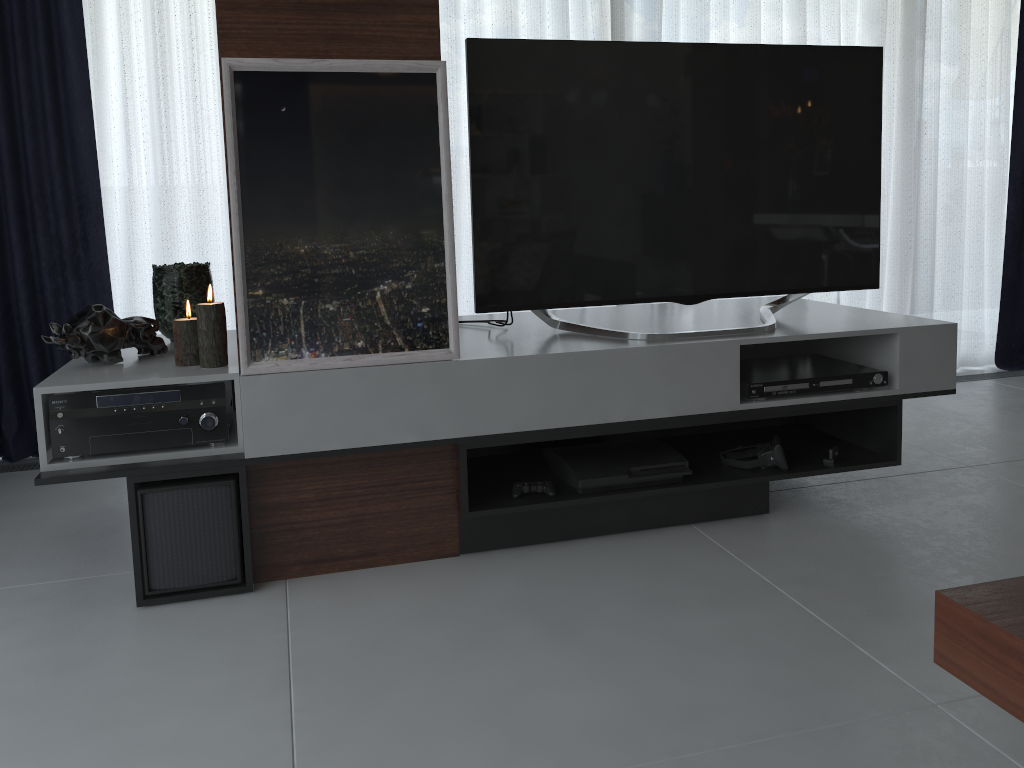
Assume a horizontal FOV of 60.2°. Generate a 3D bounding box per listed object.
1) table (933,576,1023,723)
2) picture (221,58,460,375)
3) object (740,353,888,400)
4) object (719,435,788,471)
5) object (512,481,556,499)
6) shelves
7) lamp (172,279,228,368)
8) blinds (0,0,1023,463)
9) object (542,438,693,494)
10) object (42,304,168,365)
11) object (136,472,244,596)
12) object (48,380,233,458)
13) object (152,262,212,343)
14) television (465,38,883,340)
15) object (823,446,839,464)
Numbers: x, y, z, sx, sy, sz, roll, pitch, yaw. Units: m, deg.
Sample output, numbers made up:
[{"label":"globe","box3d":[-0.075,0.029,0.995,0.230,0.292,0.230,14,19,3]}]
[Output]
[{"label":"table","box3d":[1.055,0.475,0.900,0.801,0.348,0.815,-5,11,-15]},{"label":"picture","box3d":[-0.381,-0.388,2.023,0.501,0.693,0.053,-4,7,-15]},{"label":"object","box3d":[0.782,-0.023,2.530,0.431,0.052,0.339,-5,12,-15]},{"label":"object","box3d":[0.670,0.187,2.453,0.184,0.078,0.118,1,10,15]},{"label":"object","box3d":[0.055,0.265,2.257,0.112,0.036,0.071,-2,10,-2]},{"label":"shelves","box3d":[0.004,0.090,2.607,2.352,0.494,0.883,-5,10,-15]},{"label":"lamp","box3d":[-0.753,-0.149,2.129,0.154,0.209,0.078,4,9,33]},{"label":"blinds","box3d":[1.246,-0.665,0.490,5.803,2.741,7.222,-4,11,-11]},{"label":"object","box3d":[0.278,0.213,2.403,0.314,0.066,0.317,-5,11,-15]},{"label":"object","box3d":[-1.017,-0.128,2.215,0.137,0.148,0.314,4,12,32]},{"label":"object","box3d":[-0.753,0.324,2.098,0.213,0.248,0.257,-4,9,-15]},{"label":"object","box3d":[-0.878,0.055,2.145,0.370,0.148,0.373,-5,11,-15]},{"label":"object","box3d":[-0.952,-0.239,2.567,0.169,0.226,0.169,-8,10,-38]},{"label":"television","box3d":[0.482,-0.542,2.458,1.232,0.778,0.300,-4,7,-15]},{"label":"object","box3d":[0.891,0.197,2.453,0.044,0.043,0.044,-4,9,-14]}]
